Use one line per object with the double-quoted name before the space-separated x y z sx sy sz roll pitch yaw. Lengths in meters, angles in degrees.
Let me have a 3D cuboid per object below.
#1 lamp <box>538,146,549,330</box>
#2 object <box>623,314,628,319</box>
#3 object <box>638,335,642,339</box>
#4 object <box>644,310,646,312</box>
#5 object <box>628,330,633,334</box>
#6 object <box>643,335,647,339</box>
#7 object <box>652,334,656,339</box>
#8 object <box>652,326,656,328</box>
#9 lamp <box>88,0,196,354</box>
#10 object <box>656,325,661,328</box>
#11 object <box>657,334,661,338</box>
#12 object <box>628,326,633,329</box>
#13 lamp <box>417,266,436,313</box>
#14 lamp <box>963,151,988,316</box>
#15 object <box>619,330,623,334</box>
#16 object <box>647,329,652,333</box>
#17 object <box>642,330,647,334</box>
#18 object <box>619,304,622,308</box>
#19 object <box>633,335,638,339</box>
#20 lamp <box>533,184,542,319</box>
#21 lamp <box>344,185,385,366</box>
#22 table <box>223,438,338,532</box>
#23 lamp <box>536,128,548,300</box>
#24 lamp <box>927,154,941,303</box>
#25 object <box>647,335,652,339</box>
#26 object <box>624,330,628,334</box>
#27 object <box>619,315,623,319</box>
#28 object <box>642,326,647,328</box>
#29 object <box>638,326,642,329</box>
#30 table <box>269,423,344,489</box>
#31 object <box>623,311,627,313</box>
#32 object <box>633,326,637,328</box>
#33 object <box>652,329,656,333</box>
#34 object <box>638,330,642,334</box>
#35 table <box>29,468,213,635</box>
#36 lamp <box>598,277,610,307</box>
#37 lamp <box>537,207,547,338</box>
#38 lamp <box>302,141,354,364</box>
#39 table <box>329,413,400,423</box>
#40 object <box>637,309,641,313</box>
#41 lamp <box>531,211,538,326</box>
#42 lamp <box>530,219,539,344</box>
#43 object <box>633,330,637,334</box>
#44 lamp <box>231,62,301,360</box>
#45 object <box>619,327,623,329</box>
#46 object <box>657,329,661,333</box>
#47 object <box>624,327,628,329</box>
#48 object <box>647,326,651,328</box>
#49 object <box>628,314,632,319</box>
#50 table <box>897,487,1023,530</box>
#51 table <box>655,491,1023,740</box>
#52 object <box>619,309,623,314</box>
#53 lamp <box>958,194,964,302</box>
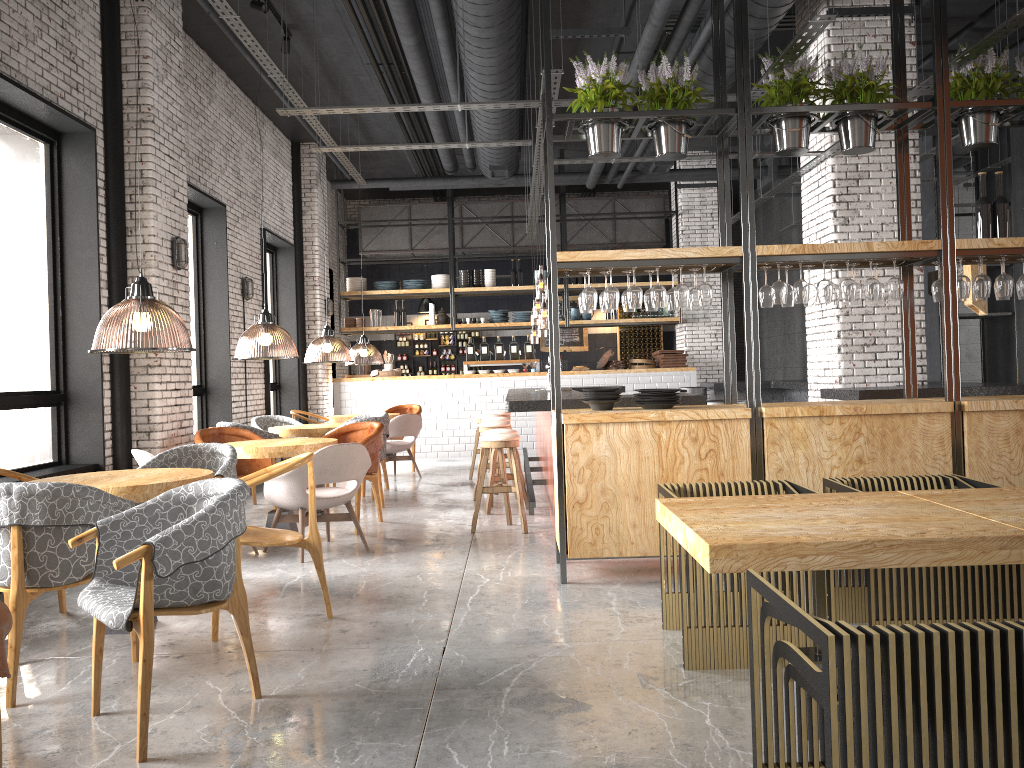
"lamp" 0.253 -1.259 7.481 0.108 1.599 0.108 -2 -1 32
"object" 2.286 -1.362 17.852 0.079 0.079 0.283 -2 1 0
"object" 2.582 -0.950 17.825 0.079 0.079 0.283 -2 1 0
"object" 2.660 -1.479 17.868 0.079 0.079 0.283 -2 1 0
"object" 2.390 -1.050 17.849 0.079 0.079 0.283 -2 1 0
"object" 2.677 -0.953 17.848 0.079 0.079 0.283 -2 1 0
"object" 2.866 -0.959 17.848 0.079 0.079 0.283 -2 1 0
"object" 2.859 -1.170 17.865 0.079 0.079 0.283 -2 1 0
"lamp" -2.015 -1.375 4.764 0.536 2.406 0.537 -2 -1 42
"object" 2.953 -1.172 17.840 0.079 0.079 0.283 -2 1 0
"object" 2.960 -0.963 17.867 0.079 0.079 0.283 -2 1 0
"object" 2.387 -1.155 17.865 0.079 0.079 0.283 -2 1 0
"lamp" -1.729 -1.910 17.856 0.390 0.937 0.390 -2 0 3
"lamp" 3.887 -1.349 7.476 0.127 1.547 0.127 -2 -1 0
"object" 2.202 -1.044 17.840 0.079 0.079 0.283 -2 1 0
"object" 2.768 -1.061 17.849 0.079 0.079 0.283 -2 1 0
"object" 2.674 -1.059 17.865 0.079 0.079 0.283 -2 1 0
"object" 2.185 -1.569 17.835 0.079 0.079 0.283 -2 1 0
"object" 2.488 -0.948 17.848 0.079 0.079 0.283 -2 1 0
"lamp" 0.250 -1.478 9.219 0.108 1.599 0.108 -2 -1 32
"lamp" -2.002 -1.457 11.819 0.536 2.406 0.537 -2 -1 42
"table" -1.859 0.872 7.107 0.932 0.810 0.932 -2 0 -42
"lamp" 0.245 -1.564 8.023 0.108 1.599 0.108 -2 -1 32
"lamp" 3.886 -1.432 8.127 0.127 1.395 0.127 -2 -1 0
"object" 2.771 -0.956 17.829 0.079 0.079 0.283 -2 1 0
"object" 2.296 -1.046 17.826 0.079 0.079 0.283 -2 1 0
"object" 2.192 -1.359 17.872 0.079 0.079 0.283 -2 1 0
"object" 2.670 -1.164 17.850 0.079 0.079 0.283 -2 1 0
"object" 2.576 -1.160 17.831 0.079 0.079 0.283 -2 1 0
"table" -2.091 0.852 9.420 0.932 0.810 0.932 -2 0 -42
"object" 2.283 -1.467 17.830 0.079 0.079 0.283 -2 1 0
"object" 2.481 -1.158 17.850 0.079 0.079 0.283 -2 1 0
"object" 2.862 -1.065 17.864 0.079 0.079 0.283 -2 1 0
"object" 2.579 -1.056 17.864 0.079 0.079 0.283 -2 1 0
"table" -2.080 0.906 4.748 0.932 0.810 0.932 -2 0 -42
"lamp" 1.916 -2.024 17.817 0.390 0.937 0.390 -2 0 3
"lamp" 0.316 -1.318 9.916 0.108 1.599 0.108 -2 -1 -18
"lamp" -2.006 -1.430 9.501 0.536 2.406 0.537 -2 -1 42
"table" -1.949 0.820 11.823 0.932 0.810 0.932 -2 0 43
"object" 2.566 -1.476 17.868 0.079 0.079 0.283 -2 1 0
"lamp" 0.253 -1.494 10.570 0.108 1.599 0.108 -2 -1 32
"lamp" 0.260 -1.302 11.158 0.108 1.599 0.108 -2 -1 32
"object" 2.485 -1.053 17.869 0.079 0.079 0.283 -2 1 0
"lamp" -2.011 -1.403 7.133 0.536 2.406 0.537 -2 -1 42
"object" 2.198 -1.149 17.850 0.079 0.079 0.283 -2 1 0
"object" 2.957 -1.067 17.848 0.079 0.079 0.283 -2 1 0
"object" 2.293 -1.152 17.831 0.079 0.079 0.283 -2 1 0
"object" 2.765 -1.167 17.869 0.079 0.079 0.283 -2 1 0
"object" 2.381 -1.365 17.867 0.079 0.079 0.283 -2 1 0
"table" 2.107 0.816 3.178 0.996 0.763 1.000 -2 0 0
"table" 1.105 0.847 3.180 0.996 0.763 1.000 -2 0 0
"object" 2.188 -1.464 17.869 0.079 0.079 0.283 -2 1 0
"lamp" 5.874 -1.873 11.625 0.108 1.599 0.108 -2 -1 32
